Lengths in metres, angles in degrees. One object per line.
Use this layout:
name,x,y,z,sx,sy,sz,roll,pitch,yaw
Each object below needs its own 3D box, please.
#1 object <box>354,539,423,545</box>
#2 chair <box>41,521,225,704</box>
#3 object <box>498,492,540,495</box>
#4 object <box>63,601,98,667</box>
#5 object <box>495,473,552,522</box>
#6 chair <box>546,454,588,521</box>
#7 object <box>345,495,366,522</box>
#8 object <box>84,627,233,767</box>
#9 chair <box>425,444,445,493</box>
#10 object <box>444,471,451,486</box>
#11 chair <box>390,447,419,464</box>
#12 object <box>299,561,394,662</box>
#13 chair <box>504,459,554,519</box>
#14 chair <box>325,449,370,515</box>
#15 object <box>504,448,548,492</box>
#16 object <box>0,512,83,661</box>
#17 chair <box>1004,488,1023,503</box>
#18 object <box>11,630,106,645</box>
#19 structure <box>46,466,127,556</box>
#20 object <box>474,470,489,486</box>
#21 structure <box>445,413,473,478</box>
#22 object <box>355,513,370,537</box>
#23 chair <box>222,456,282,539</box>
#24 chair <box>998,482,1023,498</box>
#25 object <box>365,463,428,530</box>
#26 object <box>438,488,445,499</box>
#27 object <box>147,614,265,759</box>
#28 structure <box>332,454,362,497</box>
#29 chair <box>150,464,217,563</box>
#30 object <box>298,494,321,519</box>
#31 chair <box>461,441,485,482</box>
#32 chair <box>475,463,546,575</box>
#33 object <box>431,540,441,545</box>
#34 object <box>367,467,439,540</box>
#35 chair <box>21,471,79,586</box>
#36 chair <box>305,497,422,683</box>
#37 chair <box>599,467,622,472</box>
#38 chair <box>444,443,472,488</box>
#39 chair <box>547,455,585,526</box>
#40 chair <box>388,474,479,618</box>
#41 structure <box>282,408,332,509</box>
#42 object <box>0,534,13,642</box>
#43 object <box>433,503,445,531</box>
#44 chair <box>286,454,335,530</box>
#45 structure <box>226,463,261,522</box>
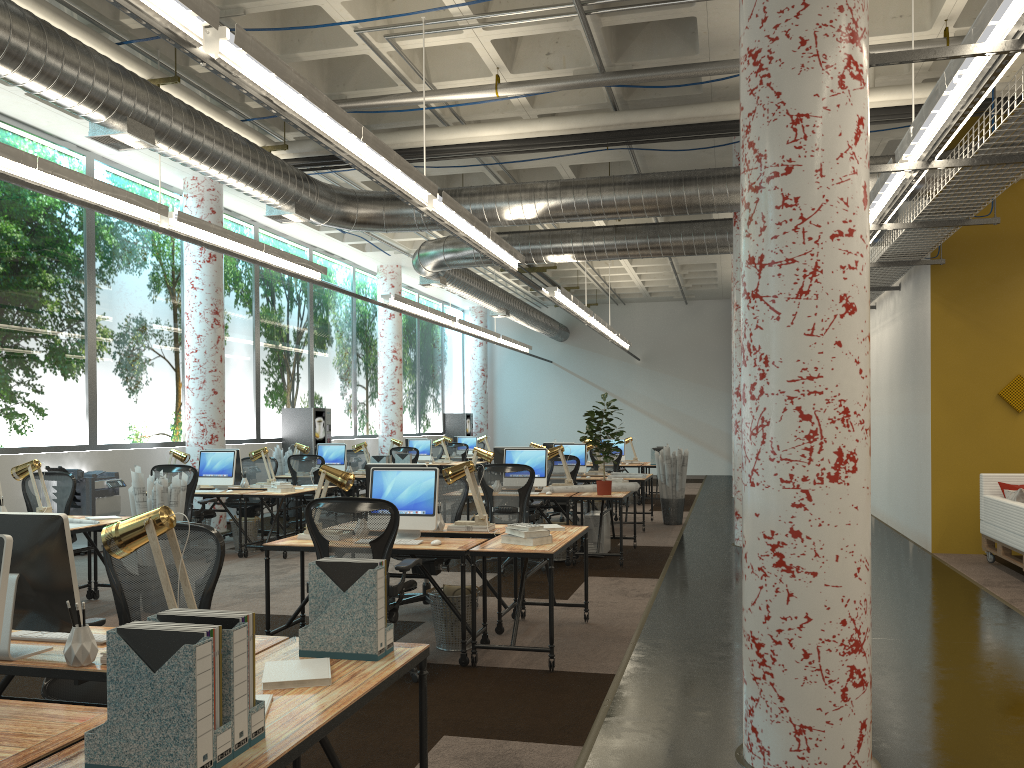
object,-0.801,1.029,5.773,0.439,0.017,0.118,-1,-3,14
chair,-1.525,1.132,3.639,0.770,1.086,0.792,0,-1,-3
object,0.075,1.167,9.461,0.439,0.017,0.118,-1,-3,14
object,-1.404,0.809,2.882,0.101,0.209,0.101,0,0,-31
object,0.209,1.446,9.755,0.848,0.933,0.104,-1,0,9
chair,0.900,1.577,13.923,0.770,1.086,0.792,0,-1,-3
object,-2.432,1.910,13.572,0.359,0.435,0.353,-1,-1,10
object,-0.800,0.718,2.010,0.280,0.302,0.150,-1,0,14
chair,-1.749,1.811,18.670,0.770,1.086,0.792,0,-1,-3
object,-1.490,2.248,21.251,0.359,0.435,0.353,-1,-1,10
chair,-2.002,1.731,16.863,0.770,1.086,0.792,0,-1,-3
object,-0.559,0.761,2.992,0.280,0.302,0.150,-1,0,14
chair,0.217,1.423,10.864,0.770,1.086,0.792,0,-1,-3
chair,-2.700,1.644,14.800,0.770,1.086,0.792,0,-1,-3
object,0.152,0.942,9.669,0.484,0.485,0.189,-1,0,14
object,-1.719,0.679,3.020,0.484,0.485,0.189,-1,0,14
chair,4.960,1.201,8.501,0.334,0.438,0.546,-1,-1,19
object,-1.639,0.921,3.231,0.439,0.017,0.118,-1,-3,14
structure,-5.068,1.487,10.623,0.503,1.058,1.058,0,-1,14
object,-0.706,2.213,20.598,0.359,0.435,0.353,-1,-1,10
structure,-1.489,1.740,25.202,0.638,1.811,0.750,0,0,14
object,-1.038,0.952,6.121,0.101,0.209,0.101,0,0,-31
chair,-3.445,1.513,11.766,0.770,1.086,0.792,0,-1,-3
chair,5.218,1.206,8.955,0.534,0.437,0.287,0,-1,-14
object,-0.853,0.832,6.557,0.484,0.485,0.189,-1,0,14
object,-2.078,2.019,16.038,0.366,0.437,3.412,-1,-2,23
object,-0.765,0.724,2.154,0.280,0.302,0.150,-1,0,14
structure,-3.347,1.790,17.640,0.503,1.058,1.058,0,-1,14
chair,-3.698,1.433,9.959,0.770,1.086,0.792,0,-1,-3
object,-3.218,1.945,14.225,0.353,0.435,0.369,0,-1,-41
chair,-0.974,1.947,21.825,0.770,1.086,0.792,0,-1,-3
chair,-0.036,1.343,9.057,0.770,1.086,0.792,0,-1,-3
object,-0.485,1.016,5.688,0.059,0.029,0.106,-1,-2,15
object,-0.725,0.805,5.981,0.484,0.485,0.189,-1,0,14
chair,-4.348,1.354,8.091,0.770,1.086,0.792,0,-1,-3
chair,-0.912,1.206,5.369,0.770,1.086,0.792,0,-1,-3
chair,1.945,1.742,17.764,0.770,1.086,0.792,0,-1,-3
chair,-1.227,1.867,20.018,0.770,1.086,0.792,0,-1,-3
chair,0.647,1.497,12.116,0.770,1.086,0.792,0,-1,-3
chair,-0.659,1.285,7.176,0.770,1.086,0.792,0,-1,-3
structure,-3.716,1.349,16.138,0.638,1.811,0.750,0,0,14
object,-1.591,0.652,2.444,0.484,0.485,0.189,-1,0,14
object,-0.538,0.961,6.419,0.101,0.209,0.101,0,0,-31
chair,-2.953,1.564,12.993,0.770,1.086,0.792,0,-1,-3
structure,-4.297,1.623,13.769,0.503,1.058,1.058,0,-1,14
